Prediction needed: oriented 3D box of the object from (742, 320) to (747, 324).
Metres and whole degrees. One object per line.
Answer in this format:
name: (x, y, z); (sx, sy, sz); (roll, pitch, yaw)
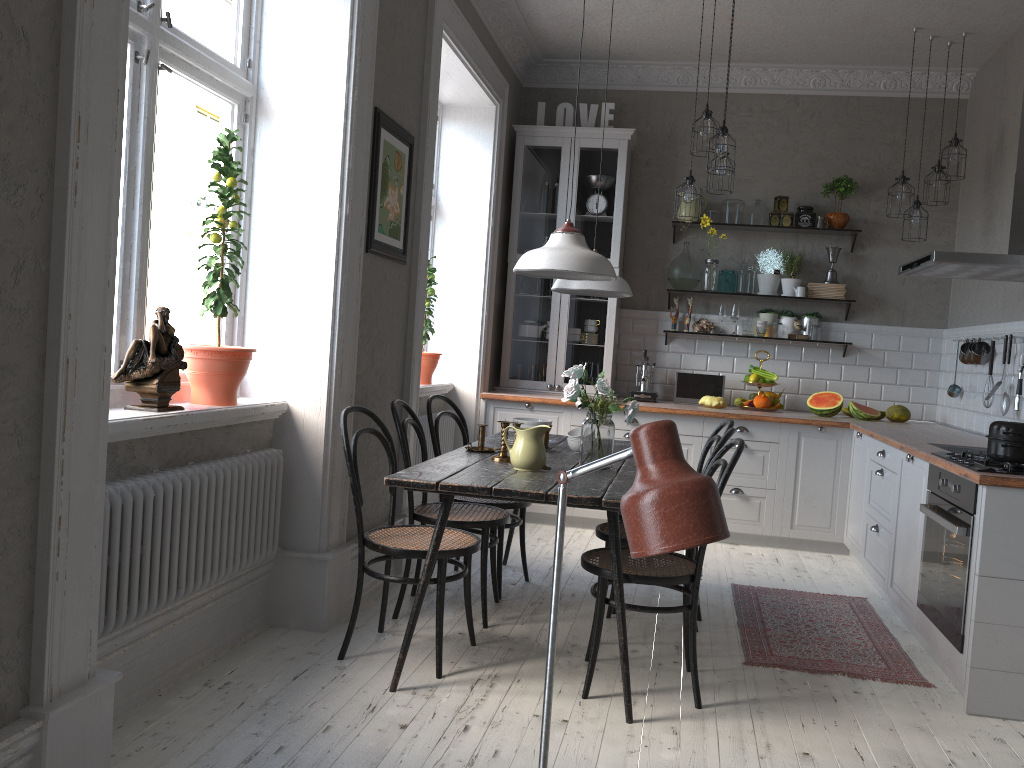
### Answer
object: (1.705, -0.422, 6.436); (0.076, 0.083, 0.079); (5, 3, 28)

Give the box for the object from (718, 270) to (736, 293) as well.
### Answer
object: (1.567, -0.741, 6.452); (0.125, 0.172, 0.127); (5, 2, 13)

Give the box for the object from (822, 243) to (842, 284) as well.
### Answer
object: (2.282, -0.851, 6.307); (0.131, 0.287, 0.130); (4, 2, -5)

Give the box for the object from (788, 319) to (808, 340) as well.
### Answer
object: (2.048, -0.389, 6.310); (0.120, 0.147, 0.099); (3, 3, -22)

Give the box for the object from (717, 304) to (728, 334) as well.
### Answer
object: (1.530, -0.469, 6.448); (0.082, 0.217, 0.081); (4, 2, -4)

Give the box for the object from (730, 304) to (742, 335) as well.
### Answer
object: (1.599, -0.459, 6.341); (0.082, 0.217, 0.081); (4, 2, -4)

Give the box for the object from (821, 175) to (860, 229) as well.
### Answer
object: (2.322, -1.277, 6.259); (0.256, 0.397, 0.246); (6, 3, 35)

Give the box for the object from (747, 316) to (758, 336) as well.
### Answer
object: (1.720, -0.412, 6.357); (0.080, 0.139, 0.078); (3, 3, -17)

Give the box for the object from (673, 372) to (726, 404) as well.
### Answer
object: (1.336, 0.040, 6.320); (0.349, 0.226, 0.088); (4, 2, 9)

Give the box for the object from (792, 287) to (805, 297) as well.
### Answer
object: (2.040, -0.650, 6.262); (0.104, 0.071, 0.064); (6, 3, 40)

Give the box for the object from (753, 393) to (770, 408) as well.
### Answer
object: (1.720, 0.118, 6.097); (0.114, 0.110, 0.110); (3, 3, -23)

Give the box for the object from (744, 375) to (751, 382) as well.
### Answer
object: (1.681, -0.027, 6.231); (0.096, 0.078, 0.101); (4, 2, -3)

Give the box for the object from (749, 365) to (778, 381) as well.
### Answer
object: (1.755, -0.079, 6.186); (0.208, 0.101, 0.068); (5, 3, 16)

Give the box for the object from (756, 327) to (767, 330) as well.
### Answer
object: (1.776, -0.380, 6.305); (0.077, 0.051, 0.077); (4, 2, 3)

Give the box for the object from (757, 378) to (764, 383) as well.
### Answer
object: (1.724, -0.014, 6.164); (0.063, 0.061, 0.067); (4, 2, 10)

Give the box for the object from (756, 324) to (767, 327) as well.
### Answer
object: (1.777, -0.397, 6.305); (0.076, 0.051, 0.078); (5, 3, 29)

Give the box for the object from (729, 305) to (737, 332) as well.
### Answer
object: (1.614, -0.462, 6.430); (0.082, 0.217, 0.081); (4, 2, -4)

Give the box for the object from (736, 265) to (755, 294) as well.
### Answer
object: (1.672, -0.745, 6.344); (0.122, 0.206, 0.127); (6, 3, 32)

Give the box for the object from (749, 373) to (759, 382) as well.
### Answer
object: (1.682, -0.039, 6.154); (0.058, 0.069, 0.080); (5, 3, 30)

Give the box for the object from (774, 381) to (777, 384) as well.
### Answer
object: (1.831, -0.010, 6.212); (0.051, 0.050, 0.050); (5, 3, 19)

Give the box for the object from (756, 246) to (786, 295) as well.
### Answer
object: (1.877, -0.809, 6.401); (0.240, 0.354, 0.238); (5, 3, 28)

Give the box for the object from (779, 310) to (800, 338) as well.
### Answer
object: (1.995, -0.431, 6.406); (0.170, 0.214, 0.150); (6, 3, 40)

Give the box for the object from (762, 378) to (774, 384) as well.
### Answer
object: (1.785, -0.009, 6.189); (0.076, 0.062, 0.099); (3, 3, -17)

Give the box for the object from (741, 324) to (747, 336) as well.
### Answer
object: (1.703, -0.389, 6.437); (0.076, 0.083, 0.079); (5, 3, 28)

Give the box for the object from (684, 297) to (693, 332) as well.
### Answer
object: (1.294, -0.507, 6.468); (0.063, 0.264, 0.052); (2, 3, -44)

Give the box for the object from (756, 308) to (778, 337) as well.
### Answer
object: (1.841, -0.447, 6.422); (0.158, 0.217, 0.155); (4, 2, -10)

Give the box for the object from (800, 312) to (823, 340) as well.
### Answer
object: (2.158, -0.417, 6.389); (0.158, 0.213, 0.154); (4, 2, 8)

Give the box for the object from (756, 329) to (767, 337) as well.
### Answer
object: (1.775, -0.362, 6.306); (0.077, 0.051, 0.077); (4, 2, 3)

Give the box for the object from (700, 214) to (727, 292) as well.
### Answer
object: (1.413, -0.932, 6.324); (0.191, 0.540, 0.281); (4, 2, 2)

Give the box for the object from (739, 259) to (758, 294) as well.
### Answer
object: (1.726, -0.777, 6.488); (0.130, 0.264, 0.133); (5, 2, 15)

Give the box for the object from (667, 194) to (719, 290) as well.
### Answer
object: (1.256, -1.015, 6.391); (0.339, 0.674, 0.333); (3, 3, -22)

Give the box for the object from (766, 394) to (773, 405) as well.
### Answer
object: (1.775, 0.107, 6.165); (0.087, 0.078, 0.089); (6, 3, 36)

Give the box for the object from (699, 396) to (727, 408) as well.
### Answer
object: (1.387, 0.124, 6.108); (0.195, 0.083, 0.190); (5, 3, 10)

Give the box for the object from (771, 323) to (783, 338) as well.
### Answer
object: (1.901, -0.384, 6.341); (0.077, 0.108, 0.078); (4, 2, 3)

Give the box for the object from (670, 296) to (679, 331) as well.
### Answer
object: (1.194, -0.516, 6.500); (0.054, 0.264, 0.060); (3, 2, -19)

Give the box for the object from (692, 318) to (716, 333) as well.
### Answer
object: (1.385, -0.424, 6.431); (0.178, 0.111, 0.095); (3, 2, -13)

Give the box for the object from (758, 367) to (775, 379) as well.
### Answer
object: (1.795, -0.068, 6.249); (0.177, 0.096, 0.090); (5, 3, 30)

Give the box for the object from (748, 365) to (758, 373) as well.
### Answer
object: (1.693, -0.105, 6.200); (0.073, 0.058, 0.050); (3, 2, -14)

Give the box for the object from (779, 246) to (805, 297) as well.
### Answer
object: (1.998, -0.809, 6.329); (0.187, 0.380, 0.166); (3, 3, -29)

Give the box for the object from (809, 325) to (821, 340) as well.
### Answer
object: (2.150, -0.363, 6.276); (0.077, 0.108, 0.078); (4, 2, 3)

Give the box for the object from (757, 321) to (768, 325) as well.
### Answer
object: (1.779, -0.422, 6.304); (0.077, 0.051, 0.077); (4, 2, -4)

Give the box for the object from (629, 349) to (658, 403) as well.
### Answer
object: (0.943, -0.059, 6.290); (0.204, 0.370, 0.356); (4, 2, 11)

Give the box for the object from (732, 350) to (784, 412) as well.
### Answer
object: (1.742, -0.025, 6.217); (0.353, 0.425, 0.350); (4, 2, -5)
